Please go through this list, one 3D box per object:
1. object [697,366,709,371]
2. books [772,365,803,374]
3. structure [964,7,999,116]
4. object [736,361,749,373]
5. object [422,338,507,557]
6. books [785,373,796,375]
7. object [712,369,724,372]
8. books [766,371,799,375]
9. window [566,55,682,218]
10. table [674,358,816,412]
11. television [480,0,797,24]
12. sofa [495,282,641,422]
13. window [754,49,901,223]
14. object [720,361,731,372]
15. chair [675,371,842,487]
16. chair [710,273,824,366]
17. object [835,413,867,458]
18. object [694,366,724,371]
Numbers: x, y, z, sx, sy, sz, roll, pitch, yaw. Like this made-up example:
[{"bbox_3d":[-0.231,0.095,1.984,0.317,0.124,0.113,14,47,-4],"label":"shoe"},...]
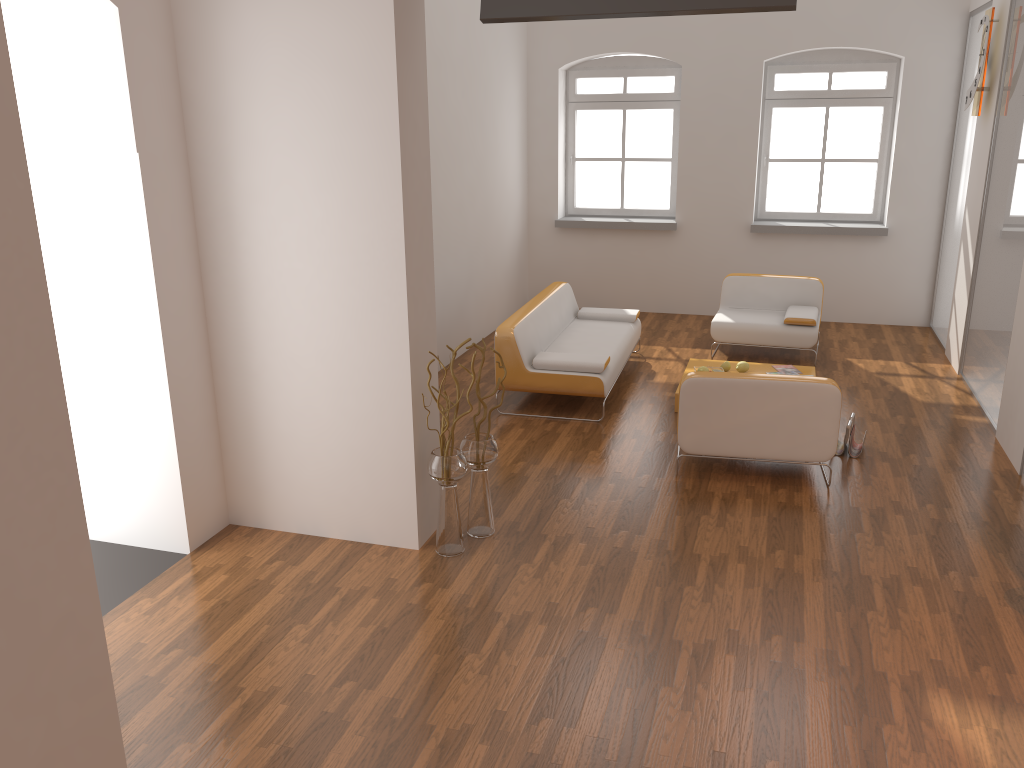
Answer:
[{"bbox_3d":[1.487,-0.093,6.888,0.102,0.095,0.101,-5,17,-13],"label":"object"},{"bbox_3d":[2.202,-0.116,7.107,0.171,0.004,0.249,-1,17,-2],"label":"books"},{"bbox_3d":[3.752,-2.545,7.038,0.125,0.800,0.605,5,18,16],"label":"structure"},{"bbox_3d":[1.828,-0.134,7.030,0.105,0.091,0.103,3,17,11],"label":"object"},{"bbox_3d":[-0.289,0.317,4.401,0.284,1.112,0.655,12,21,36],"label":"object"},{"bbox_3d":[2.162,-0.042,6.851,0.171,0.004,0.249,13,22,38],"label":"books"},{"bbox_3d":[1.602,-0.074,6.892,0.091,0.065,0.092,-7,18,-20],"label":"object"},{"bbox_3d":[2.135,-0.070,6.957,0.249,0.004,0.171,-3,17,-8],"label":"books"},{"bbox_3d":[1.230,-2.707,9.801,1.308,1.737,0.142,5,18,16],"label":"window"},{"bbox_3d":[1.832,0.034,6.891,1.000,0.150,1.000,5,18,16],"label":"table"},{"bbox_3d":[0.549,-2.028,3.880,1.388,0.803,0.266,5,18,16],"label":"television"},{"bbox_3d":[0.531,-0.349,7.326,0.825,0.661,2.010,4,18,15],"label":"sofa"},{"bbox_3d":[3.244,-2.549,9.205,1.308,1.737,0.142,5,18,16],"label":"window"},{"bbox_3d":[1.703,-0.142,7.066,0.080,0.087,0.094,15,23,42],"label":"object"},{"bbox_3d":[1.522,0.167,5.590,0.923,0.661,0.825,3,17,12],"label":"chair"},{"bbox_3d":[2.338,-0.611,8.112,0.923,0.661,0.825,6,18,19],"label":"chair"},{"bbox_3d":[2.206,0.330,5.797,0.189,0.217,0.281,8,19,25],"label":"object"},{"bbox_3d":[1.544,-0.082,6.943,0.227,0.048,0.227,1,17,6],"label":"object"}]
